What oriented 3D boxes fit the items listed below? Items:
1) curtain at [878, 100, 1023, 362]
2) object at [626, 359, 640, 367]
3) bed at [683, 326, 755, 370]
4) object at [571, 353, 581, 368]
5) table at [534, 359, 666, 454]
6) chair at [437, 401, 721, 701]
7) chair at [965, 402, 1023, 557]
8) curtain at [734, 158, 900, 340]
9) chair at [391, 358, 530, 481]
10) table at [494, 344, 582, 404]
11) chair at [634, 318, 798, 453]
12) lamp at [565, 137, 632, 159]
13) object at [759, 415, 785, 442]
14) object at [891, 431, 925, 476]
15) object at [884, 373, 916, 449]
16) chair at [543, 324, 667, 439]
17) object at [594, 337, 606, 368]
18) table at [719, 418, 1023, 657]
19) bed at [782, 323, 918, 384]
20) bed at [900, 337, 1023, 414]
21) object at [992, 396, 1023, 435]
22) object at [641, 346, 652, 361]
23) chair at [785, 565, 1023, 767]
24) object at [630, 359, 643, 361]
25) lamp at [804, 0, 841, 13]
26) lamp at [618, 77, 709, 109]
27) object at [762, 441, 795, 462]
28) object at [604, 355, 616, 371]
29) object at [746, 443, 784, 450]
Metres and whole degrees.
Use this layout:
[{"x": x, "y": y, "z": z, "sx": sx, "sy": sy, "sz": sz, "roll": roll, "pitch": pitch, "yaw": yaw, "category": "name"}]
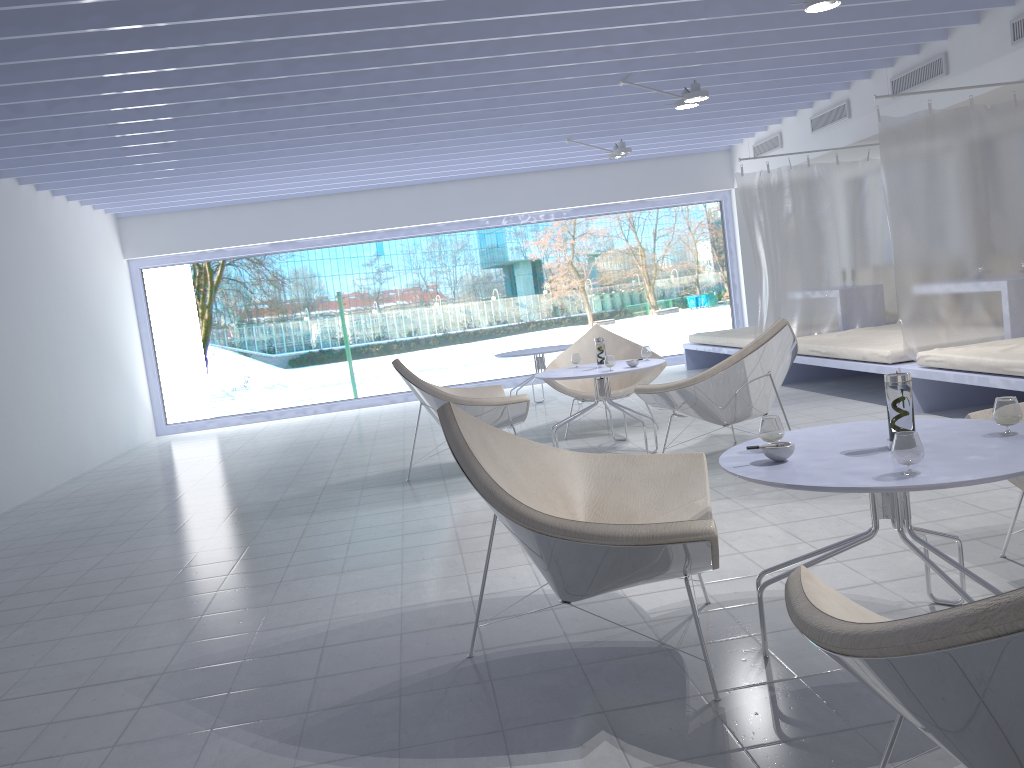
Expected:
[{"x": 3.311, "y": -1.013, "z": 5.605, "sx": 1.998, "sy": 1.559, "sz": 0.125, "roll": -8, "pitch": 5, "yaw": -8, "category": "curtain"}, {"x": 0.728, "y": -0.123, "z": 5.330, "sx": 0.082, "sy": 0.043, "sz": 0.082, "roll": -11, "pitch": 7, "yaw": -38, "category": "object"}, {"x": 3.051, "y": -0.414, "z": 8.974, "sx": 2.022, "sy": 0.422, "sz": 2.200, "roll": -8, "pitch": 5, "yaw": -6, "category": "bed"}, {"x": 0.421, "y": -0.155, "z": 5.817, "sx": 0.068, "sy": 0.091, "sz": 0.068, "roll": -6, "pitch": 6, "yaw": 16, "category": "object"}, {"x": 0.583, "y": 0.162, "z": 5.598, "sx": 0.825, "sy": 0.534, "sz": 0.823, "roll": -9, "pitch": 6, "yaw": -15, "category": "table"}, {"x": 0.187, "y": 0.390, "z": 2.512, "sx": 0.753, "sy": 0.759, "sz": 0.906, "roll": -6, "pitch": 5, "yaw": 11, "category": "chair"}, {"x": 1.894, "y": 0.171, "z": 2.533, "sx": 0.753, "sy": 0.759, "sz": 0.906, "roll": -7, "pitch": 5, "yaw": -2, "category": "chair"}, {"x": 3.005, "y": -1.203, "z": 7.794, "sx": 2.050, "sy": 1.552, "sz": 0.151, "roll": -8, "pitch": 5, "yaw": -6, "category": "curtain"}, {"x": -0.337, "y": 0.170, "z": 5.533, "sx": 0.753, "sy": 0.759, "sz": 0.906, "roll": -8, "pitch": 5, "yaw": -11, "category": "chair"}, {"x": 0.277, "y": -0.054, "z": 8.296, "sx": 0.825, "sy": 0.534, "sz": 0.823, "roll": -3, "pitch": 7, "yaw": 41, "category": "table"}, {"x": 1.247, "y": 0.030, "z": 4.893, "sx": 0.906, "sy": 0.759, "sz": 0.753, "roll": -11, "pitch": 7, "yaw": -36, "category": "chair"}, {"x": 0.799, "y": -2.228, "z": 8.314, "sx": 0.587, "sy": 0.218, "sz": 0.380, "roll": -8, "pitch": 5, "yaw": -6, "category": "lamp"}, {"x": 0.703, "y": 0.133, "z": 2.401, "sx": 0.068, "sy": 0.091, "sz": 0.068, "roll": -9, "pitch": 6, "yaw": -16, "category": "object"}, {"x": 0.874, "y": 0.153, "z": 1.957, "sx": 0.068, "sy": 0.091, "sz": 0.068, "roll": -9, "pitch": 6, "yaw": -16, "category": "object"}, {"x": 0.976, "y": 0.067, "z": 2.229, "sx": 0.075, "sy": 0.185, "sz": 0.075, "roll": -12, "pitch": 7, "yaw": -43, "category": "object"}, {"x": 0.679, "y": -0.058, "z": 6.588, "sx": 0.906, "sy": 0.759, "sz": 0.753, "roll": -7, "pitch": 5, "yaw": 4, "category": "chair"}, {"x": 0.560, "y": -0.200, "z": 5.590, "sx": 0.075, "sy": 0.189, "sz": 0.075, "roll": -9, "pitch": 6, "yaw": -14, "category": "object"}, {"x": 0.980, "y": 0.426, "z": 2.281, "sx": 0.825, "sy": 0.534, "sz": 0.823, "roll": -10, "pitch": 6, "yaw": -29, "category": "table"}, {"x": 3.298, "y": -0.241, "z": 6.785, "sx": 2.016, "sy": 0.427, "sz": 2.200, "roll": -8, "pitch": 5, "yaw": -6, "category": "bed"}, {"x": 3.577, "y": -0.067, "z": 4.603, "sx": 2.022, "sy": 0.422, "sz": 2.200, "roll": -8, "pitch": 5, "yaw": -6, "category": "bed"}, {"x": 1.245, "y": 0.080, "z": 2.231, "sx": 0.068, "sy": 0.091, "sz": 0.068, "roll": -9, "pitch": 6, "yaw": -16, "category": "object"}, {"x": 0.857, "y": -0.195, "z": 5.653, "sx": 0.068, "sy": 0.091, "sz": 0.068, "roll": -9, "pitch": 6, "yaw": -14, "category": "object"}, {"x": 0.892, "y": 0.421, "z": 1.239, "sx": 0.906, "sy": 0.759, "sz": 0.753, "roll": -6, "pitch": 5, "yaw": 8, "category": "chair"}, {"x": 0.742, "y": -0.142, "z": 5.301, "sx": 0.012, "sy": 0.016, "sz": 0.098, "roll": -12, "pitch": 7, "yaw": -40, "category": "object"}, {"x": 1.298, "y": -1.898, "z": 4.158, "sx": 0.587, "sy": 0.218, "sz": 0.380, "roll": -8, "pitch": 5, "yaw": -6, "category": "lamp"}, {"x": 1.050, "y": -2.062, "z": 6.226, "sx": 0.587, "sy": 0.218, "sz": 0.380, "roll": -8, "pitch": 5, "yaw": -6, "category": "lamp"}, {"x": 0.677, "y": 0.175, "z": 2.252, "sx": 0.082, "sy": 0.043, "sz": 0.082, "roll": -8, "pitch": 5, "yaw": -5, "category": "object"}, {"x": 0.582, "y": -0.124, "z": 5.270, "sx": 0.068, "sy": 0.091, "sz": 0.068, "roll": -5, "pitch": 6, "yaw": 22, "category": "object"}, {"x": 0.643, "y": 0.159, "z": 2.251, "sx": 0.098, "sy": 0.016, "sz": 0.012, "roll": -8, "pitch": 5, "yaw": -7, "category": "object"}]
